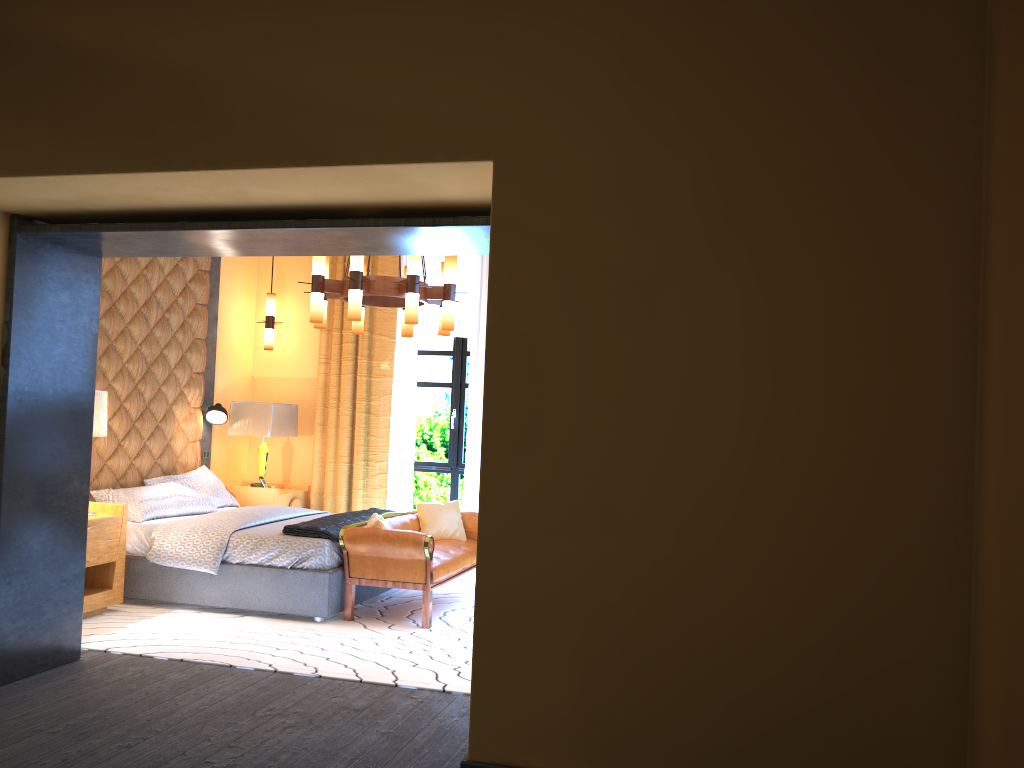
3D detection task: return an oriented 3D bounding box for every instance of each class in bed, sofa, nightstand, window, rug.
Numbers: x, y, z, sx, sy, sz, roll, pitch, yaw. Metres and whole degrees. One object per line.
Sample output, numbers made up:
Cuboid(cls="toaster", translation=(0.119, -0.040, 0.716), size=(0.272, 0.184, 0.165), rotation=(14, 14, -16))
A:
Cuboid(cls="bed", translation=(-1.951, 1.090, 6.670), size=(2.106, 0.824, 1.890), rotation=(2, -3, 14))
Cuboid(cls="sofa", translation=(-0.631, 1.270, 6.412), size=(0.650, 0.640, 1.616), rotation=(2, -3, 14))
Cuboid(cls="nightstand", translation=(-2.293, 1.260, 8.058), size=(0.720, 0.690, 0.681), rotation=(2, -2, 14))
Cuboid(cls="nightstand", translation=(-2.924, 1.104, 5.517), size=(0.720, 0.699, 0.709), rotation=(2, -2, 14))
Cuboid(cls="window", translation=(-0.512, 0.188, 8.271), size=(1.200, 2.998, 0.130), rotation=(2, -2, 14))
Cuboid(cls="rug", translation=(-1.114, 1.562, 6.264), size=(3.701, 0.016, 3.390), rotation=(2, -3, 14))

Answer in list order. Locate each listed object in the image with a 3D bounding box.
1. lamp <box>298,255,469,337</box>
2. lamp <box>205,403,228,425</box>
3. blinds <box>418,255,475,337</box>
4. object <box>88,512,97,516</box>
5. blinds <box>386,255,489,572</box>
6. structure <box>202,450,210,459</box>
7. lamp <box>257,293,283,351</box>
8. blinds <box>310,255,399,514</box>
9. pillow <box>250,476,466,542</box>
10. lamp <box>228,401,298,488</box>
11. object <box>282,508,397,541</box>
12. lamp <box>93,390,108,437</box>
Cuboid(cls="lamp", translation=(-0.859, -1.464, 6.225), size=(1.141, 2.167, 1.142), rotation=(1, -2, 37))
Cuboid(cls="lamp", translation=(-2.406, 0.284, 7.786), size=(0.568, 0.218, 0.231), rotation=(4, -3, -28))
Cuboid(cls="blinds", translation=(-0.471, -0.874, 8.289), size=(1.200, 0.872, 0.013), rotation=(2, -2, 14))
Cuboid(cls="object", translation=(-2.701, 0.834, 5.685), size=(0.064, 0.018, 0.111), rotation=(3, -3, -21))
Cuboid(cls="blinds", translation=(-0.620, -0.375, 7.988), size=(2.050, 4.073, 0.237), rotation=(2, -2, 11))
Cuboid(cls="structure", translation=(-2.672, 0.613, 7.734), size=(0.016, 0.071, 0.103), rotation=(2, -2, 14))
Cuboid(cls="lamp", translation=(-2.262, -0.582, 8.287), size=(0.199, 0.531, 0.199), rotation=(3, -2, -31))
Cuboid(cls="blinds", translation=(-0.601, -0.401, 7.899), size=(2.450, 4.143, 0.134), rotation=(2, -2, 14))
Cuboid(cls="pillow", translation=(-1.140, 1.026, 7.099), size=(1.147, 0.407, 2.628), rotation=(4, -3, -34))
Cuboid(cls="lamp", translation=(-2.240, 0.571, 7.976), size=(0.424, 0.802, 0.506), rotation=(2, -2, 14))
Cuboid(cls="object", translation=(-1.163, 1.008, 6.471), size=(0.405, 0.104, 1.462), rotation=(2, -3, 14))
Cuboid(cls="lamp", translation=(-2.888, 0.425, 5.550), size=(0.424, 0.802, 0.506), rotation=(2, -2, 14))
